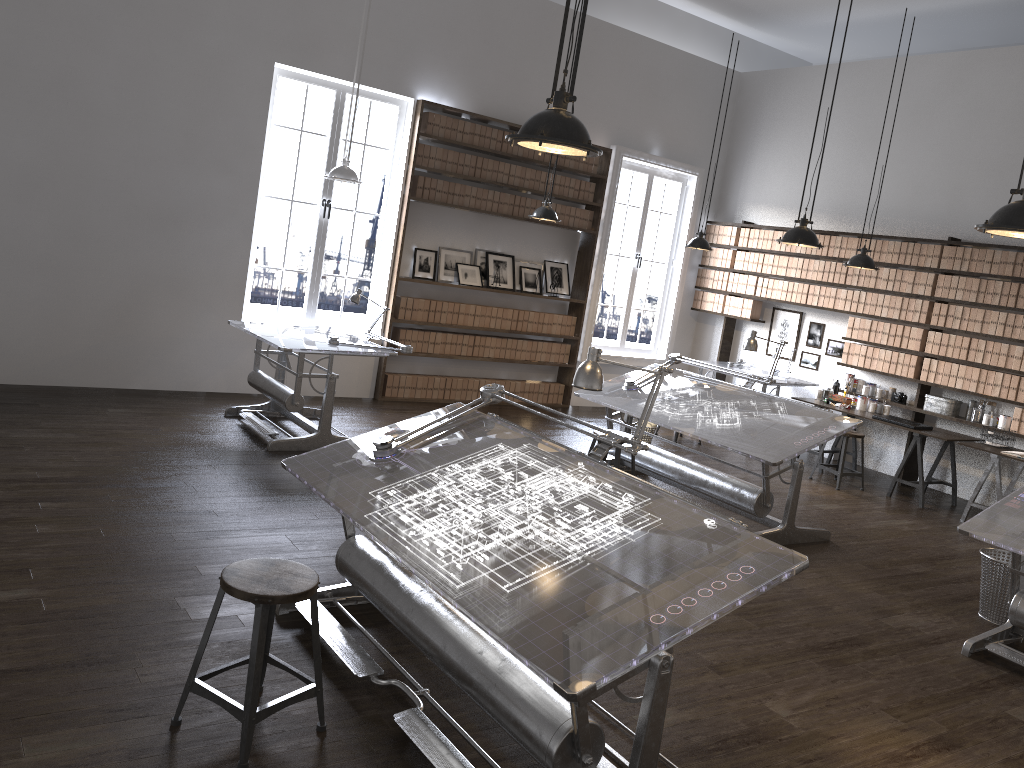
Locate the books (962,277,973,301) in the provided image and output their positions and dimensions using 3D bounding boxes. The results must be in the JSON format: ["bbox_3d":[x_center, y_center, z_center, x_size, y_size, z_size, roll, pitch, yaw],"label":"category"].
[{"bbox_3d":[4.344,-0.882,8.356,0.174,0.224,0.067,4,7,-35],"label":"books"}]

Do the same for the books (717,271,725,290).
[{"bbox_3d":[2.605,-1.256,10.835,0.174,0.225,0.067,4,7,-35],"label":"books"}]

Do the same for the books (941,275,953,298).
[{"bbox_3d":[4.229,-0.925,8.523,0.174,0.224,0.067,4,7,-35],"label":"books"}]

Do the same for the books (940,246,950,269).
[{"bbox_3d":[4.231,-1.212,8.555,0.174,0.224,0.067,4,7,-35],"label":"books"}]

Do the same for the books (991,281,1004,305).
[{"bbox_3d":[4.496,-0.824,8.130,0.174,0.224,0.067,4,7,-35],"label":"books"}]

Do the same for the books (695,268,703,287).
[{"bbox_3d":[2.405,-1.330,11.123,0.174,0.225,0.067,4,7,-35],"label":"books"}]

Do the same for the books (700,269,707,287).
[{"bbox_3d":[2.448,-1.316,11.072,0.174,0.224,0.067,4,7,-35],"label":"books"}]

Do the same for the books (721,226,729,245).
[{"bbox_3d":[2.660,-1.807,10.835,0.174,0.224,0.067,4,7,-35],"label":"books"}]

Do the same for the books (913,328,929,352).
[{"bbox_3d":[4.045,-0.428,8.709,0.174,0.225,0.067,4,7,-35],"label":"books"}]

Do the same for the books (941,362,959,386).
[{"bbox_3d":[4.197,-0.091,8.461,0.174,0.224,0.067,4,7,-35],"label":"books"}]

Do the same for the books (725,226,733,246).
[{"bbox_3d":[2.696,-1.793,10.775,0.174,0.225,0.067,4,7,-35],"label":"books"}]

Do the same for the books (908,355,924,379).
[{"bbox_3d":[4.001,-0.164,8.738,0.174,0.225,0.067,4,7,-35],"label":"books"}]

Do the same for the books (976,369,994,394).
[{"bbox_3d":[4.388,-0.020,8.186,0.174,0.224,0.067,4,7,-35],"label":"books"}]

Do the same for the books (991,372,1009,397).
[{"bbox_3d":[4.464,0.010,8.068,0.174,0.224,0.067,4,7,-35],"label":"books"}]

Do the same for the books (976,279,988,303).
[{"bbox_3d":[4.420,-0.854,8.248,0.174,0.224,0.067,4,7,-35],"label":"books"}]

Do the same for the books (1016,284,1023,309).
[{"bbox_3d":[4.623,-0.777,7.954,0.174,0.224,0.067,4,7,-35],"label":"books"}]

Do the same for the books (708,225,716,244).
[{"bbox_3d":[2.537,-1.852,11.004,0.174,0.224,0.067,4,7,-35],"label":"books"}]

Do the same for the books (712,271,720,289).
[{"bbox_3d":[2.567,-1.271,10.899,0.174,0.224,0.067,4,7,-35],"label":"books"}]

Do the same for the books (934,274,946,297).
[{"bbox_3d":[4.192,-0.940,8.581,0.174,0.224,0.067,4,7,-35],"label":"books"}]

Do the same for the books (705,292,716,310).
[{"bbox_3d":[2.488,-1.013,10.973,0.174,0.224,0.067,4,7,-35],"label":"books"}]

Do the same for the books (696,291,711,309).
[{"bbox_3d":[2.408,-1.042,11.084,0.174,0.225,0.067,4,7,-35],"label":"books"}]

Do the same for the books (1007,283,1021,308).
[{"bbox_3d":[4.577,-0.793,8.011,0.174,0.225,0.067,4,7,-35],"label":"books"}]

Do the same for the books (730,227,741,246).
[{"bbox_3d":[2.739,-1.777,10.718,0.174,0.224,0.067,4,7,-35],"label":"books"}]

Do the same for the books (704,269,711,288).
[{"bbox_3d":[2.488,-1.301,11.014,0.174,0.224,0.067,4,7,-35],"label":"books"}]

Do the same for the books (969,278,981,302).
[{"bbox_3d":[4.377,-0.868,8.299,0.174,0.225,0.067,4,7,-35],"label":"books"}]

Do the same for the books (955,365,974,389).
[{"bbox_3d":[4.276,-0.061,8.344,0.174,0.224,0.067,4,7,-35],"label":"books"}]

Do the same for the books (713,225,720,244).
[{"bbox_3d":[2.581,-1.837,10.947,0.174,0.224,0.067,4,7,-35],"label":"books"}]

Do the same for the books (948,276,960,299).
[{"bbox_3d":[4.265,-0.911,8.464,0.174,0.225,0.067,4,7,-35],"label":"books"}]

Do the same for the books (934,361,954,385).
[{"bbox_3d":[4.160,-0.106,8.519,0.174,0.224,0.067,4,7,-35],"label":"books"}]

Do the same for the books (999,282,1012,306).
[{"bbox_3d":[4.540,-0.809,8.075,0.174,0.224,0.067,4,7,-35],"label":"books"}]

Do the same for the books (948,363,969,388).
[{"bbox_3d":[4.234,-0.076,8.402,0.174,0.225,0.067,4,7,-35],"label":"books"}]

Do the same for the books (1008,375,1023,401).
[{"bbox_3d":[4.545,0.041,7.949,0.174,0.225,0.067,4,7,-35],"label":"books"}]

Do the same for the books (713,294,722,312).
[{"bbox_3d":[2.561,-0.985,10.860,0.174,0.224,0.067,4,7,-35],"label":"books"}]

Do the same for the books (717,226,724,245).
[{"bbox_3d":[2.623,-1.822,10.893,0.174,0.224,0.067,4,7,-35],"label":"books"}]

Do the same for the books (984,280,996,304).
[{"bbox_3d":[4.460,-0.839,8.190,0.174,0.224,0.067,4,7,-35],"label":"books"}]

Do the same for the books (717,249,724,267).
[{"bbox_3d":[2.611,-1.537,10.860,0.174,0.225,0.067,4,7,-35],"label":"books"}]

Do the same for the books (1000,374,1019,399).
[{"bbox_3d":[4.508,0.025,8.013,0.174,0.224,0.067,4,7,-35],"label":"books"}]

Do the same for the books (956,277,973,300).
[{"bbox_3d":[4.307,-0.895,8.406,0.174,0.224,0.067,4,7,-35],"label":"books"}]

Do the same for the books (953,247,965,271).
[{"bbox_3d":[4.303,-1.183,8.442,0.174,0.224,0.067,4,7,-35],"label":"books"}]

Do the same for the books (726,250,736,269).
[{"bbox_3d":[2.694,-1.508,10.751,0.174,0.224,0.067,4,7,-35],"label":"books"}]

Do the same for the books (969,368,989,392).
[{"bbox_3d":[4.346,-0.034,8.237,0.174,0.225,0.067,4,7,-35],"label":"books"}]

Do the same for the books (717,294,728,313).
[{"bbox_3d":[2.604,-0.969,10.804,0.174,0.224,0.067,4,7,-35],"label":"books"}]

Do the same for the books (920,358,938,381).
[{"bbox_3d":[4.074,-0.136,8.630,0.174,0.224,0.067,4,7,-35],"label":"books"}]

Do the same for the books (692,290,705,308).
[{"bbox_3d":[2.370,-1.058,11.149,0.174,0.224,0.067,4,7,-35],"label":"books"}]

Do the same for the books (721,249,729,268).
[{"bbox_3d":[2.654,-1.523,10.809,0.174,0.224,0.067,4,7,-35],"label":"books"}]

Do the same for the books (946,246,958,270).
[{"bbox_3d":[4.263,-1.198,8.501,0.174,0.225,0.067,4,7,-35],"label":"books"}]

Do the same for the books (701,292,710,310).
[{"bbox_3d":[2.454,-1.027,11.028,0.174,0.224,0.067,4,7,-35],"label":"books"}]

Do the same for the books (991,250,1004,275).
[{"bbox_3d":[4.505,-1.108,8.156,0.174,0.224,0.067,4,7,-35],"label":"books"}]

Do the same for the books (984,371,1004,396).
[{"bbox_3d":[4.428,-0.005,8.128,0.174,0.224,0.067,4,7,-35],"label":"books"}]

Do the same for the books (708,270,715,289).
[{"bbox_3d":[2.524,-1.286,10.954,0.174,0.224,0.067,4,7,-35],"label":"books"}]

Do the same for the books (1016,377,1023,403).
[{"bbox_3d":[4.591,0.057,7.892,0.174,0.224,0.067,4,7,-35],"label":"books"}]

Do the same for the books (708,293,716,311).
[{"bbox_3d":[2.520,-1.000,10.919,0.174,0.225,0.067,4,7,-35],"label":"books"}]

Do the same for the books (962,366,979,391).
[{"bbox_3d":[4.312,-0.048,8.294,0.174,0.224,0.067,4,7,-35],"label":"books"}]

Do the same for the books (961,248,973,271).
[{"bbox_3d":[4.347,-1.168,8.386,0.174,0.224,0.067,4,7,-35],"label":"books"}]

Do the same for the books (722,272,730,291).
[{"bbox_3d":[2.651,-1.240,10.778,0.174,0.224,0.067,4,7,-35],"label":"books"}]

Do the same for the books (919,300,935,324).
[{"bbox_3d":[4.092,-0.699,8.689,0.174,0.224,0.067,4,7,-35],"label":"books"}]

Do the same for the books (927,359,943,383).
[{"bbox_3d":[4.118,-0.120,8.573,0.174,0.224,0.067,4,7,-35],"label":"books"}]
